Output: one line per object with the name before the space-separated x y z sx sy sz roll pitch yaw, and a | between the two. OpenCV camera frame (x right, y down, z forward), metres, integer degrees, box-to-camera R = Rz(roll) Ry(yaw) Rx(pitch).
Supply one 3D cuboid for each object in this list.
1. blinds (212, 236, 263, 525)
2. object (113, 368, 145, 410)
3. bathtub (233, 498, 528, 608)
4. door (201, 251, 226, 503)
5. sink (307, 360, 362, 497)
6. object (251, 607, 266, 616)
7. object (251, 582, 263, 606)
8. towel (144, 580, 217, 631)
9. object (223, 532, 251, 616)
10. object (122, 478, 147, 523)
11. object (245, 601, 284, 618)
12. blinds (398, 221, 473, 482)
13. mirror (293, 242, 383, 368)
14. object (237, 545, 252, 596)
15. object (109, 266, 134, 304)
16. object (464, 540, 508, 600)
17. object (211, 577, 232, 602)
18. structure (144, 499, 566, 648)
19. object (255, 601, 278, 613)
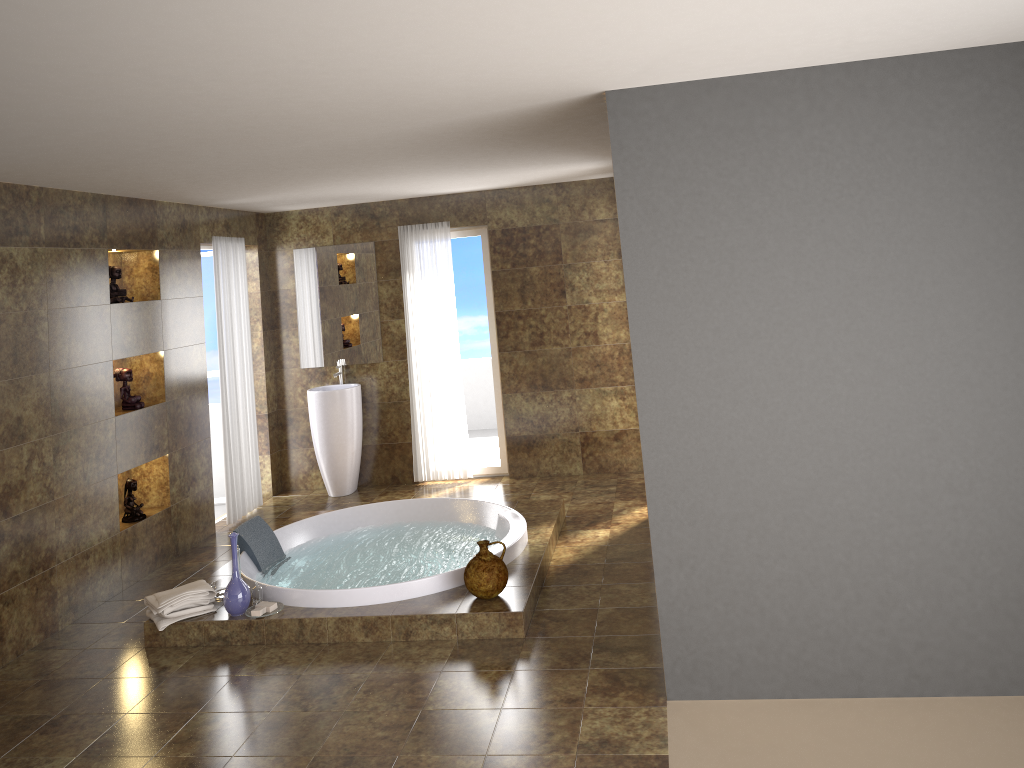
blinds | -2.237 -0.085 7.064 0.067 2.289 0.594 -6 -5 10
object | -2.581 0.030 5.830 0.174 0.286 0.111 -5 -4 9
bathtub | -0.770 1.086 5.323 1.734 0.524 1.771 0 8 40
door | -2.853 -0.053 7.632 0.962 2.240 0.039 -5 -6 -2
sink | -1.519 0.378 7.470 0.457 1.142 0.434 -6 -4 12
object | -1.297 1.167 4.427 0.053 0.034 0.073 -5 5 10
object | -1.363 1.118 4.623 0.058 0.116 0.056 -3 -3 -28
towel | -1.765 1.160 4.606 0.324 0.150 0.336 -9 6 -36
object | -1.446 0.988 4.521 0.135 0.422 0.135 -6 -5 17
object | -2.513 0.761 5.733 0.152 0.275 0.150 -5 -3 10
object | -1.282 1.177 4.484 0.190 0.018 0.190 -5 7 -2
blinds | -0.693 -0.298 7.588 0.517 2.277 0.066 -6 -6 8
mirror | -1.575 -0.711 7.794 0.765 1.098 0.008 -5 -6 9
object | -1.475 1.027 4.659 0.129 0.310 0.129 -6 -4 17
object | -2.659 -0.675 5.834 0.151 0.268 0.121 -5 -3 9
object | -0.136 0.951 4.447 0.231 0.276 0.227 -5 0 -19
object | -1.578 1.135 4.786 0.170 0.076 0.169 -6 5 -9
structure | -0.768 1.093 5.323 1.998 0.124 2.017 -4 7 9
object | -1.278 1.159 4.496 0.100 0.032 0.062 -2 5 24
